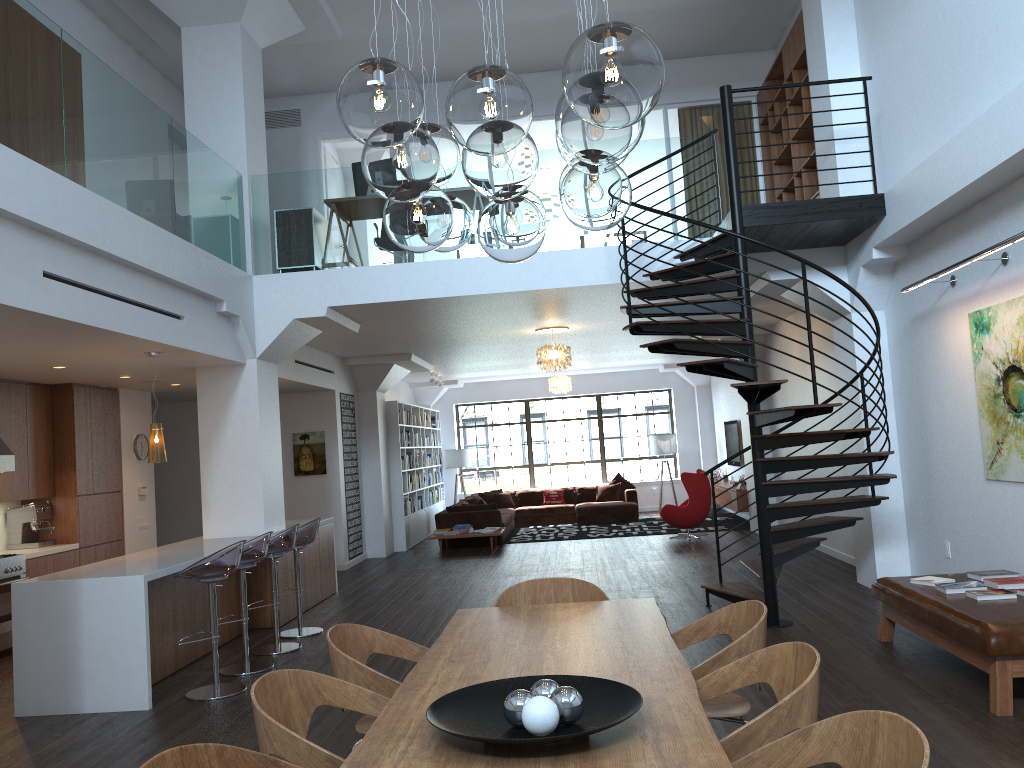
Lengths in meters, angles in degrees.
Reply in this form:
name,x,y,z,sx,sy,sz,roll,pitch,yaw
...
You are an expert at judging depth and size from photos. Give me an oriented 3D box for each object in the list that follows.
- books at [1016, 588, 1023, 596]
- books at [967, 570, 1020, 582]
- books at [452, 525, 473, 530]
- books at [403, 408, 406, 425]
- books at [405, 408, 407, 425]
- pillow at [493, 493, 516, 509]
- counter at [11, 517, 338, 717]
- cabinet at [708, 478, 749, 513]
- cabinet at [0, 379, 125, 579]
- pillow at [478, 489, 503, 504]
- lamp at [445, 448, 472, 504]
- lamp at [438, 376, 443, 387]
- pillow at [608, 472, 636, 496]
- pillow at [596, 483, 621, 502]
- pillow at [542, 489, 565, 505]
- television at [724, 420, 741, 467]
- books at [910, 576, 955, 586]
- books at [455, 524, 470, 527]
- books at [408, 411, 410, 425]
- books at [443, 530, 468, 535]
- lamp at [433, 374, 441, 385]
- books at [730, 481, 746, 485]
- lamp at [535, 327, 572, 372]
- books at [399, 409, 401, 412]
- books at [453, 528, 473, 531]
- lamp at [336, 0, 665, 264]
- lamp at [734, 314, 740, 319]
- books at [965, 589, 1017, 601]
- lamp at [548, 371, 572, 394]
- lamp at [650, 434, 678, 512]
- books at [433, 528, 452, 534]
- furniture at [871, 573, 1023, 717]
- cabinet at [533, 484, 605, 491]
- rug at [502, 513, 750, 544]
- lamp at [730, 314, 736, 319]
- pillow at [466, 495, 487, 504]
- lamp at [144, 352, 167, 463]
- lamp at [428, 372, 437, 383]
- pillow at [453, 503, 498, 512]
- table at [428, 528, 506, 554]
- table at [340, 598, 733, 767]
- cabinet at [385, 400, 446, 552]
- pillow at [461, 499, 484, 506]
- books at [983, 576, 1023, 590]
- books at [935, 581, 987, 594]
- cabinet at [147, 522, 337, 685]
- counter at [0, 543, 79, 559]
name,x,y,z,sx,sy,sz,roll,pitch,yaw
books,3.090,1.214,5.162,0.224,0.036,0.161,-4,-4,-2
books,3.151,1.255,5.809,0.254,0.044,0.183,-4,-4,-2
books,-0.780,2.266,13.993,0.279,0.035,0.191,-5,-4,14
books,-1.895,0.560,15.066,0.176,0.293,0.125,-4,-4,4
books,-1.895,0.565,15.129,0.197,0.290,0.136,-4,-4,4
pillow,-0.180,2.324,17.684,0.489,0.337,0.238,-2,-5,-27
counter,-1.857,1.682,6.375,3.039,0.860,8.182,-2,-5,-26
cabinet,3.894,1.966,16.060,0.459,0.350,4.501,-4,-4,4
cabinet,-4.845,1.134,7.325,0.598,2.499,5.299,-4,-4,4
pillow,-0.365,2.326,17.793,0.580,0.418,0.334,-2,-5,-23
lamp,-1.100,2.167,18.734,0.545,1.579,0.545,-3,-4,-7
lamp,-1.375,-0.048,17.074,0.120,0.211,0.111,-2,-4,-22
pillow,2.114,2.066,17.729,0.651,0.587,0.335,-3,-4,-17
pillow,1.903,2.152,17.572,0.542,0.362,0.248,-6,-5,24
pillow,0.836,2.275,17.758,0.465,0.308,0.220,-4,-4,0
television,3.987,1.076,16.049,0.013,0.816,1.324,-4,-4,3
books,2.745,1.288,5.794,0.161,0.031,0.223,-3,-4,-18
books,-0.777,2.235,13.993,0.224,0.027,0.157,-5,-4,9
books,-1.863,0.601,15.419,0.182,0.255,0.077,-4,-4,4
books,-0.871,2.280,13.591,0.236,0.035,0.340,-6,-5,29
lamp,-1.412,-0.083,16.558,0.120,0.211,0.111,-1,-5,-37
books,3.908,1.707,15.234,0.250,0.053,0.400,-4,-4,4
lamp,0.528,-0.429,11.286,0.442,0.539,0.441,0,-6,-44
books,-1.919,0.551,14.683,0.170,0.251,0.118,-4,-4,4
books,-0.773,2.301,13.987,0.312,0.037,0.216,-4,-4,-6
lamp,-0.087,-1.501,2.916,0.849,2.140,1.787,-4,-4,3
lamp,2.714,-0.803,10.591,0.120,0.211,0.111,-2,-4,-22
books,2.811,1.236,5.206,0.224,0.032,0.161,-4,-4,4
lamp,0.878,-0.087,16.323,0.442,0.539,0.441,0,-6,-44
lamp,3.185,1.842,18.353,0.545,1.579,0.545,-5,-4,15
books,-1.093,2.317,13.948,0.241,0.045,0.334,-4,-4,5
furniture,2.931,1.481,5.352,0.907,0.453,1.819,-4,-4,4
cabinet,1.215,2.478,18.618,1.520,0.625,0.350,-4,-4,4
rug,1.969,2.512,15.538,4.200,0.007,3.100,-4,-4,5
lamp,2.751,-0.768,11.108,0.120,0.211,0.111,-1,-5,-37
pillow,-0.597,2.242,16.189,0.325,0.391,0.625,-5,-4,20
lamp,-2.025,-0.252,8.264,0.149,1.807,2.842,-8,-6,43
lamp,-1.447,-0.117,16.054,0.111,0.211,0.120,-7,-5,38
pillow,-0.568,2.136,14.492,0.750,0.364,0.289,-4,-4,3
table,-0.670,2.428,13.691,1.100,0.271,0.853,-4,-4,4
table,0.092,1.313,2.394,1.012,0.750,3.803,-4,-4,4
cabinet,-1.841,1.635,16.481,0.461,2.414,4.500,-4,-4,4
pillow,-0.591,2.115,14.762,0.269,0.411,0.559,0,-5,-40
books,3.110,1.233,5.492,0.283,0.043,0.197,-4,-4,3
books,2.772,1.256,5.473,0.247,0.040,0.185,-4,-4,7
cabinet,-2.653,1.882,8.049,0.898,0.796,4.493,-4,-4,4
counter,-4.848,1.516,6.841,0.600,0.050,4.387,-4,-4,4
